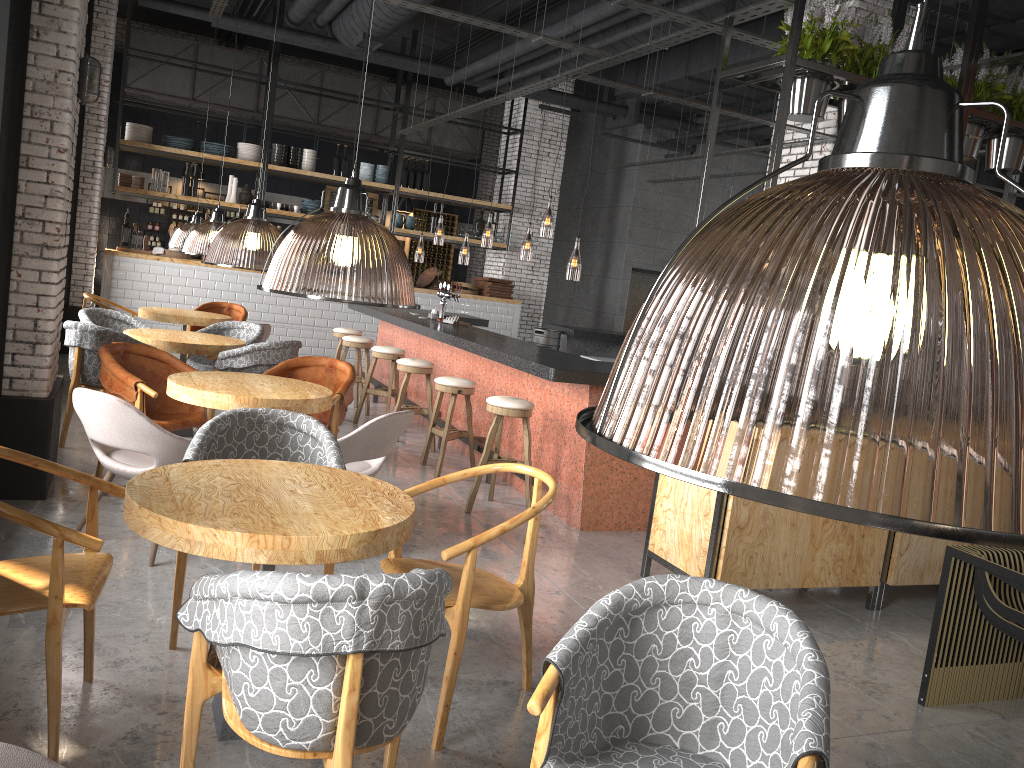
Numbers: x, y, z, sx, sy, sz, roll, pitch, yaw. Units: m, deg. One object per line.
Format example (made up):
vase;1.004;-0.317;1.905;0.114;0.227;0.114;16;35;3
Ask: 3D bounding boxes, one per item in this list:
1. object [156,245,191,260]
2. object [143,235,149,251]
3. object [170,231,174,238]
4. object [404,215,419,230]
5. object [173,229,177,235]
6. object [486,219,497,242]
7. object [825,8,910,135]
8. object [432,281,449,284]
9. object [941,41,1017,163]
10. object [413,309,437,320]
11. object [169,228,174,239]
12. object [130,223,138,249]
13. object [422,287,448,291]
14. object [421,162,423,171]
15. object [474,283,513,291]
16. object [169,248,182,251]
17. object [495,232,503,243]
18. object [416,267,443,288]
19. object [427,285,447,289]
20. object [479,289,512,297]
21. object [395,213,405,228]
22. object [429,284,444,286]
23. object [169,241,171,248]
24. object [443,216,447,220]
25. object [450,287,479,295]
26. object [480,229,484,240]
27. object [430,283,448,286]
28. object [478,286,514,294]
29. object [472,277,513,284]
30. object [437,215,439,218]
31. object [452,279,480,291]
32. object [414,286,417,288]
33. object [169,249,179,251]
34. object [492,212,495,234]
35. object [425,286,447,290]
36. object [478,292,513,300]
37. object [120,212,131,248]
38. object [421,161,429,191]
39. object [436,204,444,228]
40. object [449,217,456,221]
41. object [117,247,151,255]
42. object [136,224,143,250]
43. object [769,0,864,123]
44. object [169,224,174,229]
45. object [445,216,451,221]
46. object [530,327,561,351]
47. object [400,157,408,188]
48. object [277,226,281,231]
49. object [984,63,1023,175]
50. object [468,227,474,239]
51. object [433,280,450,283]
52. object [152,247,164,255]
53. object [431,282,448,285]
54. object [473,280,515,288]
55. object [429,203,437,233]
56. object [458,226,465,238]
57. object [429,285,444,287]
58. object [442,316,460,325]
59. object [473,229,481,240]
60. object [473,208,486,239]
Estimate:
object;-4.491;-1.741;11.772;0.420;0.156;0.436;13;8;38
object;-4.812;-1.832;11.656;0.056;0.248;0.056;11;6;28
object;-4.540;-1.875;11.855;0.052;0.328;0.071;10;6;21
object;-1.541;-2.449;13.481;0.199;0.230;0.166;12;7;36
object;-4.487;-1.892;11.832;0.137;0.369;0.033;11;7;32
object;-0.340;-2.443;14.074;0.156;0.405;0.106;6;6;-20
object;1.985;-1.688;5.016;0.417;0.558;0.467;13;8;42
object;-1.129;-1.546;13.404;0.458;0.019;0.407;9;7;9
object;2.711;-1.625;5.308;0.467;0.558;0.417;9;6;15
object;-1.028;-0.807;9.784;0.200;0.106;0.768;5;7;-24
object;-4.564;-1.912;11.870;0.087;0.355;0.026;7;6;-1
object;-4.940;-1.917;11.596;0.070;0.367;0.107;5;6;-25
object;-1.142;-1.435;13.415;0.458;0.019;0.407;9;7;11
object;-1.408;-3.171;13.607;0.098;0.457;0.098;13;8;43
object;-0.291;-1.505;13.717;0.405;0.044;0.637;5;7;-24
object;-4.434;-1.750;11.680;0.161;0.078;0.160;14;9;43
object;-0.199;-2.297;13.913;0.118;0.180;0.119;8;6;0
object;-1.245;-1.586;13.227;0.241;0.337;0.489;3;8;-38
object;-1.142;-1.467;13.411;0.458;0.019;0.407;8;7;4
object;-0.303;-1.418;13.726;0.405;0.044;0.637;5;7;-22
object;-1.707;-2.464;13.420;0.198;0.230;0.166;6;6;-18
object;-1.162;-1.499;13.381;0.406;0.019;0.459;6;7;-11
object;-4.531;-1.809;11.880;0.129;0.204;0.129;9;6;11
object;-1.272;-3.124;16.663;0.079;0.079;0.284;5;7;-24
object;-0.724;-1.436;13.552;0.437;0.097;0.438;8;7;1
object;-0.434;-2.320;13.844;0.119;0.180;0.118;13;8;42
object;-1.151;-1.516;13.396;0.407;0.019;0.458;10;7;18
object;-0.297;-1.461;13.722;0.405;0.044;0.637;4;8;-27
object;-0.302;-1.586;13.630;0.406;0.094;0.638;4;7;-27
object;-1.356;-3.130;16.621;0.079;0.079;0.284;5;7;-24
object;-0.714;-1.502;13.549;0.437;0.153;0.440;10;7;23
object;-1.598;-1.462;13.127;0.407;0.019;0.458;10;7;17
object;-4.437;-1.731;11.679;0.161;0.075;0.160;14;9;43
object;-0.329;-2.518;14.062;0.140;0.549;0.097;6;6;-20
object;-1.122;-1.449;13.414;0.459;0.019;0.407;13;8;38
object;-0.309;-1.374;13.730;0.405;0.044;0.637;4;8;-28
object;-5.016;-2.015;11.533;0.106;0.553;0.157;5;6;-25
object;-1.301;-3.127;13.362;0.098;0.457;0.098;13;8;43
object;-1.105;-2.538;13.691;0.098;0.470;0.098;6;6;-17
object;-1.108;-3.113;16.758;0.079;0.079;0.284;5;7;-24
object;-4.995;-1.760;11.711;0.411;0.050;0.412;4;7;-25
object;-4.881;-1.913;11.624;0.070;0.367;0.107;5;6;-25
object;1.615;-1.707;4.762;0.468;0.558;0.417;9;6;16
object;-4.559;-1.999;11.891;0.090;0.289;0.017;9;6;13
object;-1.200;-3.122;16.733;0.079;0.079;0.284;5;7;-24
object;0.395;-0.208;11.652;0.400;1.033;0.398;9;6;11
object;-1.599;-3.152;13.228;0.098;0.457;0.098;7;6;-2
object;-3.293;-2.020;12.474;0.154;0.403;0.155;5;6;-24
object;3.096;-1.598;5.511;0.417;0.558;0.467;12;7;33
object;-0.654;-2.337;13.741;0.118;0.180;0.118;10;6;25
object;-1.142;-1.563;13.393;0.407;0.019;0.458;10;7;22
object;-4.588;-1.744;11.675;0.187;0.110;0.283;9;7;12
object;-1.125;-1.530;13.407;0.458;0.019;0.407;10;7;18
object;-0.286;-1.548;13.713;0.405;0.044;0.637;4;8;-30
object;-1.203;-2.545;13.647;0.098;0.470;0.098;4;7;-36
object;-0.772;-2.349;13.708;0.118;0.180;0.118;11;7;29
object;-1.147;-1.484;13.406;0.407;0.019;0.458;12;8;34
object;-0.625;-0.661;9.069;0.178;0.090;0.091;13;8;40
object;-0.538;-2.327;13.783;0.118;0.180;0.118;9;6;9
object;-0.496;-2.528;13.977;0.156;0.553;0.106;6;6;-20
